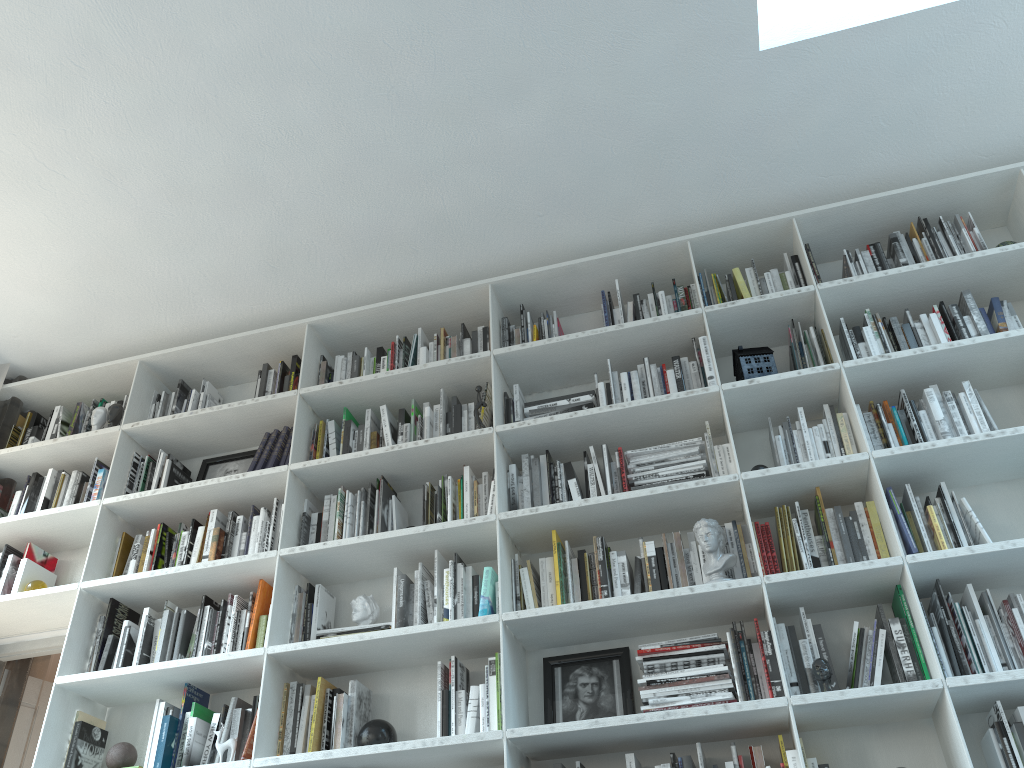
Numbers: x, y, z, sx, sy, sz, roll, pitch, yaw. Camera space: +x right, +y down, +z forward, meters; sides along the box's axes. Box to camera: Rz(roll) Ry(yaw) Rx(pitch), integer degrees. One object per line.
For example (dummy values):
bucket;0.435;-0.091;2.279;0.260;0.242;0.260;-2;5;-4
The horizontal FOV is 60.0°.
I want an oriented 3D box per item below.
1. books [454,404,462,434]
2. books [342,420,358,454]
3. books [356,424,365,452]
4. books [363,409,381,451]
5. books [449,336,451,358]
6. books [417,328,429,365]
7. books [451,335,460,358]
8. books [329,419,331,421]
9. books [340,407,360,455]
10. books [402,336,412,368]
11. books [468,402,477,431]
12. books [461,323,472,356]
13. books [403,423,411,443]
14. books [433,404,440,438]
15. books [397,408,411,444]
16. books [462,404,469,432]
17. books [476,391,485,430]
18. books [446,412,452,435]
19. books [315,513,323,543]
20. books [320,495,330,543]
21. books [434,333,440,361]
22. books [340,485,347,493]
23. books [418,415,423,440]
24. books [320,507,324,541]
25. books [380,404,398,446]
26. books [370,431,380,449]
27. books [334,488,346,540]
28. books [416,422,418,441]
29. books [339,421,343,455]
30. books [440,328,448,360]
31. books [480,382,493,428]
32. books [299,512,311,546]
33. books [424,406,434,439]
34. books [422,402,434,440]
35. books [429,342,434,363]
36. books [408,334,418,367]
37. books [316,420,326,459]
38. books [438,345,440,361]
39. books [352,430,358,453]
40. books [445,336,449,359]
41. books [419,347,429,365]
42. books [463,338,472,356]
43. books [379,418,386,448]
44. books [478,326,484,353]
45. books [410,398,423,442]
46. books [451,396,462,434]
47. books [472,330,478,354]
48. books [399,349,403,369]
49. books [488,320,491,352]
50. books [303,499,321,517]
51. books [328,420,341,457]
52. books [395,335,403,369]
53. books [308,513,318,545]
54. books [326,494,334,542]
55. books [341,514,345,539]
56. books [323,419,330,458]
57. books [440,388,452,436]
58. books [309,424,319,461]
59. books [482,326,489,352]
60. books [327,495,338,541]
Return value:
books;-0.193;0.221;3.584;0.030;0.216;0.183;-11;-37;11
books;-0.651;0.298;3.679;0.031;0.240;0.182;-11;-37;11
books;-0.597;0.301;3.668;0.029;0.217;0.158;-11;-37;11
books;-0.574;0.266;3.684;0.023;0.291;0.156;-11;-37;11
books;-0.237;-0.071;3.792;0.013;0.205;0.179;-11;-37;11
books;-0.377;-0.074;3.870;0.014;0.313;0.167;-11;-37;11
books;-0.219;-0.074;3.784;0.026;0.199;0.188;-11;-37;11
books;-0.761;0.311;3.747;0.014;0.307;0.130;-11;-37;11
books;-0.673;0.272;3.704;0.012;0.313;0.172;-11;-37;11
books;-0.442;-0.052;3.862;0.013;0.274;0.165;-11;-37;11
books;-0.141;0.215;3.596;0.025;0.235;0.153;-11;-37;11
books;-0.187;-0.104;3.817;0.013;0.284;0.160;-11;-37;11
books;-0.403;0.280;3.619;0.028;0.179;0.169;-11;-37;11
books;-0.286;0.228;3.625;0.028;0.259;0.136;-11;-37;11
books;-0.429;0.254;3.654;0.027;0.263;0.169;-11;-37;11
books;-0.167;0.216;3.584;0.022;0.221;0.162;-11;-37;11
books;-0.109;0.186;3.581;0.055;0.262;0.167;-11;-37;11
books;-0.235;0.242;3.607;0.024;0.212;0.151;-11;-37;11
books;-0.734;0.637;3.501;0.024;0.218;0.141;-11;-37;11
books;-0.705;0.595;3.495;0.026;0.278;0.151;-11;-37;11
books;-0.308;-0.068;3.844;0.014;0.267;0.157;-11;-37;11
books;-0.652;0.576;3.504;0.011;0.315;0.155;-11;-37;11
books;-0.351;0.257;3.616;0.010;0.207;0.174;-11;-37;11
books;-0.721;0.618;3.493;0.012;0.238;0.135;-11;-37;11
books;-0.483;0.247;3.658;0.075;0.284;0.179;-11;-37;11
books;-0.542;0.312;3.654;0.034;0.179;0.161;-11;-37;11
books;-0.647;0.575;3.475;0.010;0.282;0.185;-11;-37;11
books;-0.361;0.274;3.641;0.024;0.211;0.128;-11;-37;11
books;-0.681;0.301;3.697;0.011;0.258;0.158;-11;-37;11
books;-0.271;-0.085;3.820;0.014;0.265;0.193;-11;-37;11
books;-0.095;0.167;3.589;0.058;0.301;0.176;-11;-37;11
books;-0.787;0.638;3.488;0.015;0.206;0.187;-11;-37;11
books;-0.314;0.236;3.605;0.021;0.225;0.192;-11;-37;11
books;-0.332;0.230;3.646;0.026;0.285;0.138;-11;-37;11
books;-0.326;-0.051;3.838;0.026;0.234;0.135;-11;-37;11
books;-0.412;-0.058;3.853;0.052;0.271;0.173;-11;-37;11
books;-0.779;0.312;3.725;0.013;0.282;0.159;-11;-37;11
books;-0.283;-0.045;3.831;0.029;0.212;0.142;-11;-37;11
books;-0.621;0.317;3.673;0.024;0.200;0.154;-11;-37;11
books;-0.251;-0.070;3.811;0.021;0.227;0.161;-11;-37;11
books;-0.355;-0.032;3.823;0.031;0.189;0.182;-11;-37;11
books;-0.166;-0.070;3.779;0.031;0.183;0.177;-11;-37;11
books;-0.519;0.258;3.695;0.013;0.313;0.136;-11;-37;11
books;-0.109;-0.101;3.805;0.030;0.259;0.152;-11;-37;11
books;-0.387;0.225;3.652;0.012;0.306;0.146;-11;-37;11
books;-0.214;0.208;3.627;0.022;0.289;0.147;-11;-37;11
books;-0.137;-0.091;3.797;0.026;0.235;0.150;-11;-37;11
books;-0.457;-0.024;3.866;0.029;0.234;0.130;-11;-37;11
books;-0.066;-0.120;3.787;0.014;0.265;0.172;-11;-37;11
books;-0.797;0.619;3.526;0.012;0.283;0.160;-11;-37;11
books;-0.716;0.307;3.714;0.067;0.273;0.169;-11;-37;11
books;-0.481;-0.052;3.879;0.010;0.297;0.151;-11;-37;11
books;-0.760;0.641;3.508;0.029;0.223;0.137;-11;-37;11
books;-0.688;0.590;3.488;0.012;0.274;0.158;-11;-37;11
books;-0.622;0.620;3.457;0.029;0.185;0.150;-11;-37;11
books;-0.756;0.305;3.720;0.010;0.285;0.149;-11;-37;11
books;-0.260;0.193;3.623;0.011;0.311;0.184;-11;-37;11
books;-0.800;0.318;3.709;0.023;0.254;0.175;-11;-37;11
books;-0.087;-0.104;3.773;0.026;0.224;0.173;-11;-37;11
books;-0.671;0.593;3.481;0.024;0.261;0.178;-11;-37;11
